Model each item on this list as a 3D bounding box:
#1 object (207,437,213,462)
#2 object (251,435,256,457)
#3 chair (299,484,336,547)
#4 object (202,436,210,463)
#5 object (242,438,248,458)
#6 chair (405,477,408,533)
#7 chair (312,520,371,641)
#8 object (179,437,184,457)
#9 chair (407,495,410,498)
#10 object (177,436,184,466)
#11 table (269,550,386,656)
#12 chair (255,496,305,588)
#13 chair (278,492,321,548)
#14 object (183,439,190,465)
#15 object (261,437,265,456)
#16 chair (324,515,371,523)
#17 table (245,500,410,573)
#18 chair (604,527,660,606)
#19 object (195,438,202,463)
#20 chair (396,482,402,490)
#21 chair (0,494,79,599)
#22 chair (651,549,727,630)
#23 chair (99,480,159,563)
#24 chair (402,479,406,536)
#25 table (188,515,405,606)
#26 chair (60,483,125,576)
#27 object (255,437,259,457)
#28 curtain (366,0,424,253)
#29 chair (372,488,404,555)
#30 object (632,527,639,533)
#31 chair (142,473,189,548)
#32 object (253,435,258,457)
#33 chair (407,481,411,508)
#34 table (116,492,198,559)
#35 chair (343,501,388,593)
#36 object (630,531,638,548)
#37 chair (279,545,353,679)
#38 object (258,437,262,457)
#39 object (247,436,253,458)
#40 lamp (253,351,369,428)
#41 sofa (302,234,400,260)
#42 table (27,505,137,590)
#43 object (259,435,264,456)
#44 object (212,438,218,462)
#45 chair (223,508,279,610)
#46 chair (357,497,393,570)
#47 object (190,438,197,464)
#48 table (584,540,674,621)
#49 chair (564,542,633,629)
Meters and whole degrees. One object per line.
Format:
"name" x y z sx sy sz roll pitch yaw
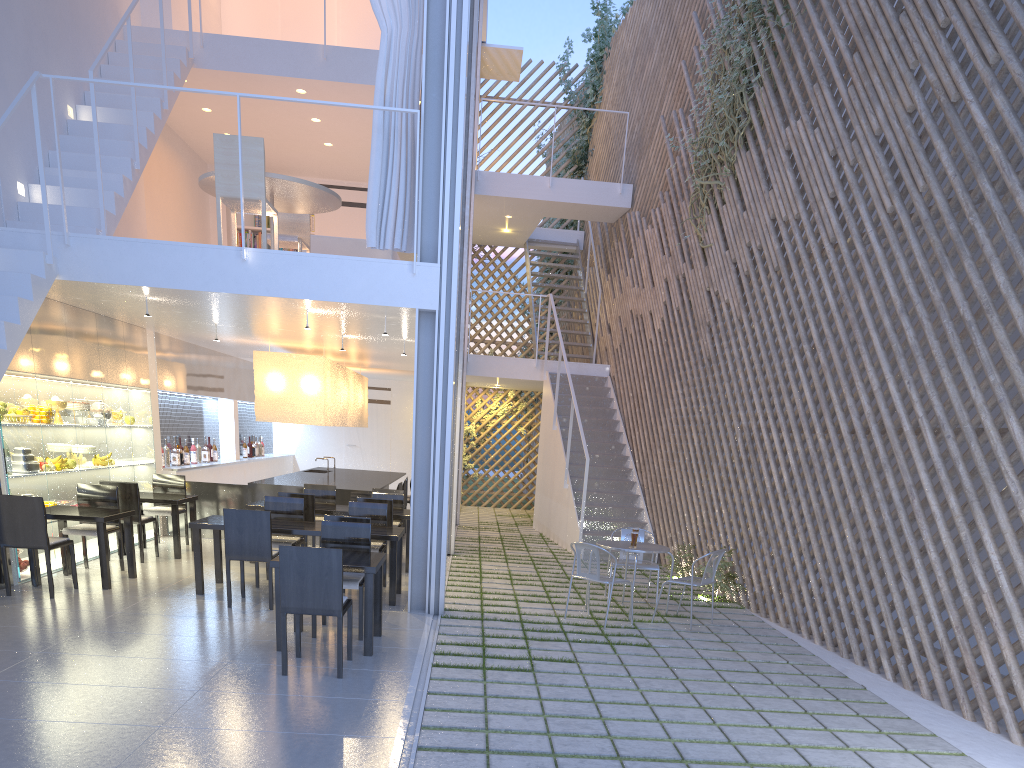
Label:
"object" -2.344 0.507 6.381 0.044 0.207 0.042 0 16 -11
"object" -2.385 0.570 7.553 0.046 0.218 0.042 3 16 -3
"chair" -1.171 0.827 4.939 0.192 0.469 0.218 3 13 -3
"object" -2.317 0.494 6.222 0.046 0.217 0.042 3 16 -1
"object" -2.374 0.568 7.314 0.041 0.194 0.038 -6 19 -31
"chair" -0.936 0.933 6.389 0.241 0.469 0.174 2 14 -8
"chair" -0.654 0.756 3.165 0.192 0.469 0.218 3 13 -3
"object" -2.284 0.356 4.737 0.067 0.303 2.038 3 -3 -2
"chair" -0.943 0.972 7.032 0.240 0.469 0.174 4 14 -1
"object" -2.253 0.356 4.696 0.106 0.303 1.971 4 -3 0
"table" -0.662 0.794 3.020 0.360 0.354 0.329 4 7 -3
"chair" -1.129 0.773 4.005 0.192 0.469 0.218 3 13 -3
"chair" -1.151 0.802 4.494 0.192 0.469 0.218 3 13 -3
"object" -2.258 0.352 4.667 0.058 0.308 2.309 3 -3 -1
"object" -2.394 0.597 7.878 0.043 0.199 0.039 6 16 9
"chair" -0.701 0.778 3.586 0.192 0.469 0.218 3 13 -3
"table" -1.017 0.873 4.729 0.917 0.354 0.329 4 7 -3
"chair" 0.620 0.938 4.249 0.263 0.407 0.228 3 12 -3
"object" -2.328 0.494 6.103 0.044 0.199 0.043 -12 22 -43
"chair" -0.901 0.896 5.747 0.240 0.469 0.174 3 14 -1
"chair" -2.006 0.679 3.485 0.192 0.469 0.218 3 13 -3
"chair" 0.831 0.925 3.781 0.239 0.406 0.252 12 14 36
"chair" -2.048 0.733 4.419 0.192 0.469 0.218 3 13 -3
"chair" -0.911 0.915 6.069 0.241 0.469 0.174 3 14 -5
"table" -0.977 0.822 3.843 0.917 0.354 0.329 4 7 -3
"chair" -2.027 0.706 3.963 0.192 0.469 0.218 3 13 -3
"object" -2.395 0.587 7.706 0.043 0.199 0.044 18 21 42
"curtain" -0.549 -1.783 2.924 0.517 2.588 0.088 2 17 -6
"chair" -0.762 0.858 4.965 0.192 0.469 0.218 3 13 -3
"object" 0.597 0.733 3.988 0.030 0.082 0.030 16 19 41
"chair" -2.069 0.761 4.897 0.192 0.469 0.218 3 13 -3
"object" -2.392 0.575 7.635 0.046 0.217 0.042 3 16 -1
"chair" -0.932 0.953 6.711 0.241 0.469 0.174 3 14 -6
"table" -2.011 0.798 4.667 0.360 0.354 0.329 4 7 -3
"chair" -0.721 0.804 4.031 0.192 0.469 0.218 3 13 -3
"object" 0.565 0.719 3.804 0.030 0.082 0.030 16 19 41
"chair" -0.633 0.728 2.687 0.192 0.469 0.218 3 13 -3
"object" -2.382 0.592 7.759 0.046 0.199 0.041 3 16 -3
"object" -2.363 0.568 7.413 0.044 0.207 0.042 0 16 -11
"lamp" -1.463 0.093 6.303 0.449 0.444 2.191 4 -3 -2
"sofa" -0.939 -0.587 5.036 0.501 0.389 0.934 4 0 -3
"table" -1.971 0.747 3.781 0.360 0.354 0.329 4 7 -3
"object" -2.393 0.585 7.816 0.045 0.217 0.043 16 20 37
"object" -2.332 0.518 6.450 0.041 0.194 0.038 -6 19 -31
"chair" -1.109 0.748 3.560 0.192 0.469 0.218 3 13 -3
"chair" -0.742 0.832 4.520 0.192 0.469 0.218 3 13 -3
"object" -2.315 0.487 5.984 0.044 0.199 0.039 3 16 -2
"table" 0.563 0.938 3.954 0.343 0.356 0.331 -2 10 -40
"chair" 0.384 0.886 3.674 0.250 0.406 0.241 14 15 41
